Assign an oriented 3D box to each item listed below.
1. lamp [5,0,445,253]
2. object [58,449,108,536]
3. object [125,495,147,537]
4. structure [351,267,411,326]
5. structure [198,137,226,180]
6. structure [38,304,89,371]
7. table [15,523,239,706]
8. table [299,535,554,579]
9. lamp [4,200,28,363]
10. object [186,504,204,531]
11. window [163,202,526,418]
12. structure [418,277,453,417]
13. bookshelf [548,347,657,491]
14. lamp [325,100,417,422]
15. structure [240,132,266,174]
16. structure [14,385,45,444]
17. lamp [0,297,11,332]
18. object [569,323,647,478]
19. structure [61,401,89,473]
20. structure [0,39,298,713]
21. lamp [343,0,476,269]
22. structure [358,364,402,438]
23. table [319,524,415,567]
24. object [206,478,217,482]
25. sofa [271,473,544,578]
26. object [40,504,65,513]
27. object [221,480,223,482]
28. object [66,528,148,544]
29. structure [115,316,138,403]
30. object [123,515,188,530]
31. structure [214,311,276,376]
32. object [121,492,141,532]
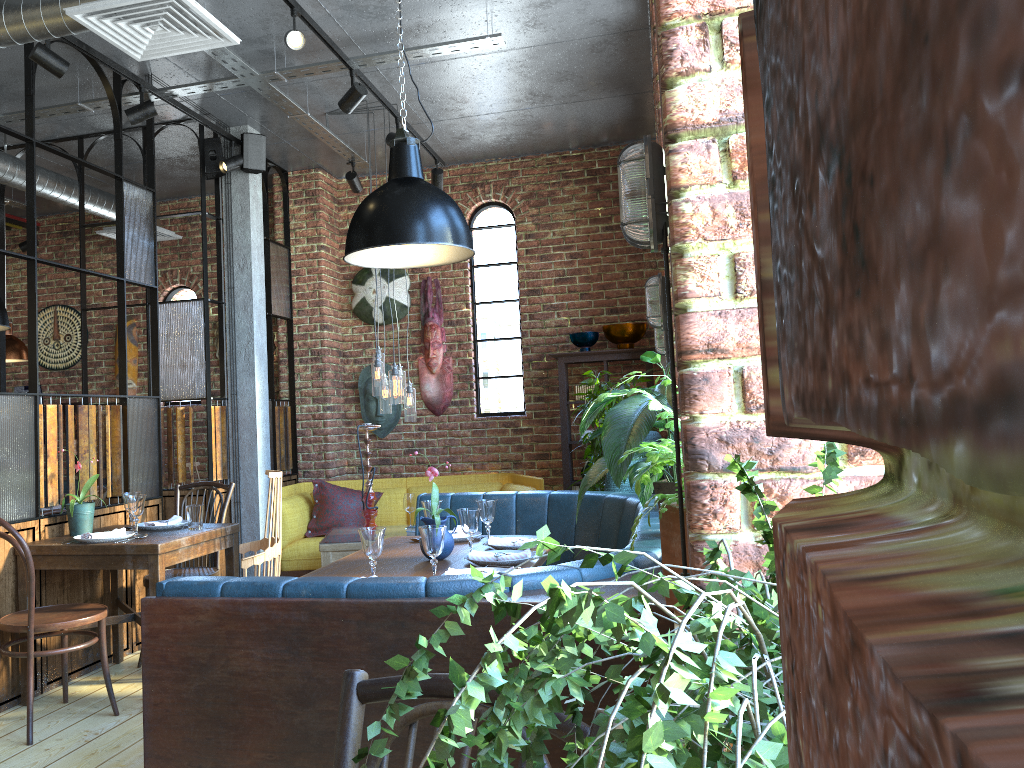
[{"bbox_3d":[-4.077,-1.490,4.510,6.402,0.274,7.061,-3,-2,12],"label":"lamp"},{"bbox_3d":[-2.125,0.531,4.365,0.198,0.427,0.145,0,-5,-44],"label":"object"},{"bbox_3d":[-1.782,0.625,4.180,0.094,0.192,0.102,-1,-4,-30],"label":"object"},{"bbox_3d":[-1.099,-0.751,7.347,0.543,0.522,0.144,-4,-4,14],"label":"structure"},{"bbox_3d":[-2.084,-1.562,6.120,0.180,0.268,0.169,-2,-3,-14],"label":"structure"},{"bbox_3d":[-4.235,-0.433,8.199,0.675,0.620,0.077,-3,-4,13],"label":"structure"},{"bbox_3d":[-1.827,1.092,4.278,0.767,0.728,0.733,-3,-3,13],"label":"table"},{"bbox_3d":[-0.299,1.022,3.391,0.840,0.662,1.505,-3,-2,11],"label":"table"},{"bbox_3d":[-4.177,-0.852,7.266,0.372,1.337,0.364,-3,-4,5],"label":"lamp"},{"bbox_3d":[-1.557,0.656,4.330,0.085,0.120,0.084,-3,-3,2],"label":"object"},{"bbox_3d":[0.091,-0.633,4.629,3.329,2.434,8.792,-2,-2,-23],"label":"window"},{"bbox_3d":[-0.636,-0.303,7.251,0.217,1.148,0.236,-1,-4,-32],"label":"structure"},{"bbox_3d":[0.745,0.588,6.625,0.835,1.671,0.309,-4,-4,14],"label":"bookshelf"},{"bbox_3d":[-0.938,-0.800,5.869,0.525,2.124,0.275,-6,-5,37],"label":"lamp"},{"bbox_3d":[-1.786,-1.578,6.038,0.158,0.268,0.192,0,-4,-37],"label":"structure"},{"bbox_3d":[-4.530,0.294,8.228,0.331,0.560,0.111,-4,-4,14],"label":"structure"},{"bbox_3d":[-3.209,-0.981,5.117,0.549,1.329,0.509,-5,-4,25],"label":"lamp"},{"bbox_3d":[0.751,0.442,6.617,0.618,1.764,0.321,-3,-4,8],"label":"object"},{"bbox_3d":[-3.992,0.491,8.060,0.266,0.656,0.156,-4,-4,14],"label":"structure"},{"bbox_3d":[-4.457,-0.089,4.246,6.011,3.332,5.862,-3,-3,-4],"label":"structure"},{"bbox_3d":[-0.442,-1.166,3.558,0.551,1.329,0.506,-5,-4,30],"label":"lamp"},{"bbox_3d":[-1.098,0.132,7.297,0.376,0.641,0.101,-4,-4,15],"label":"structure"},{"bbox_3d":[-0.714,1.201,5.642,0.934,0.509,0.750,-3,-3,-2],"label":"table"},{"bbox_3d":[-2.304,0.781,6.760,0.088,0.120,0.080,-6,-5,44],"label":"object"},{"bbox_3d":[-0.786,1.112,6.630,1.991,0.764,0.790,-3,-3,-1],"label":"sofa"},{"bbox_3d":[-3.857,1.032,7.295,0.333,0.051,0.262,-3,-2,16],"label":"object"},{"bbox_3d":[-2.158,0.733,6.619,0.102,0.192,0.094,-5,-4,33],"label":"object"},{"bbox_3d":[-1.867,0.696,4.069,0.333,0.051,0.262,-3,-2,16],"label":"object"},{"bbox_3d":[-3.502,-0.067,7.965,0.237,1.122,0.091,-4,-4,14],"label":"structure"},{"bbox_3d":[-1.801,0.709,4.502,0.333,0.051,0.262,-3,-2,16],"label":"object"},{"bbox_3d":[-2.340,-0.350,7.666,0.602,0.728,0.124,-4,-4,14],"label":"structure"},{"bbox_3d":[-1.902,0.639,4.406,0.097,0.192,0.100,-2,-4,-12],"label":"object"}]
